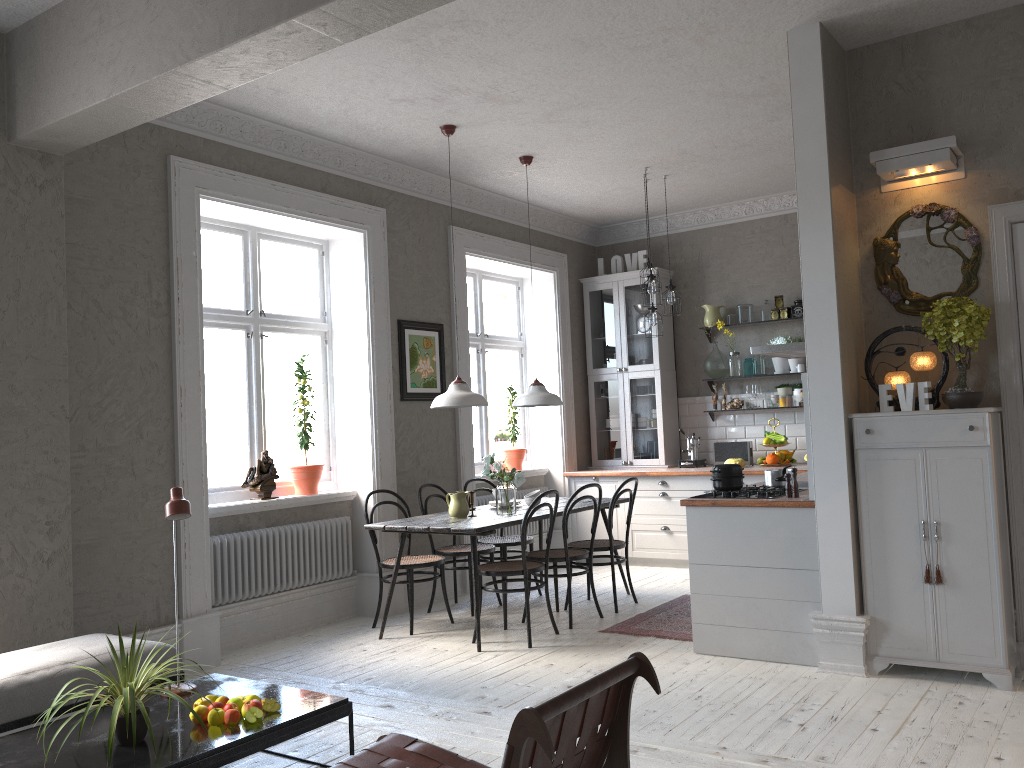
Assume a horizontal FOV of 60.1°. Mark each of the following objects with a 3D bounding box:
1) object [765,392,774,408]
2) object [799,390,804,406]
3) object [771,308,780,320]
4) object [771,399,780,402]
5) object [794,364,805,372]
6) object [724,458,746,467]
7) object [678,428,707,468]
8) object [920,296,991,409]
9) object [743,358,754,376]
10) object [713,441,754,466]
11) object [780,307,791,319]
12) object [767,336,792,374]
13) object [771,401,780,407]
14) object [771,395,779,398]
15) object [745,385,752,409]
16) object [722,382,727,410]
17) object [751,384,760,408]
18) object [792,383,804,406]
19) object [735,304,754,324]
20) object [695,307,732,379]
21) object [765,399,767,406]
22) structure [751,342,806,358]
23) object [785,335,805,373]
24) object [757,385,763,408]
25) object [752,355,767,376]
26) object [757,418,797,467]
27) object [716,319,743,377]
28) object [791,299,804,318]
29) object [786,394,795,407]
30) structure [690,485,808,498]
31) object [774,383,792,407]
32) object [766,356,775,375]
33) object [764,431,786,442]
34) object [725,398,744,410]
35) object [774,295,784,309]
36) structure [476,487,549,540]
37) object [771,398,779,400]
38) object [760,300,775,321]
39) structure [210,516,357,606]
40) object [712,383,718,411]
[{"bbox_3d":[2.337,0.145,8.035,0.078,0.139,0.079,-3,-3,7],"label":"object"},{"bbox_3d":[2.609,0.122,7.854,0.118,0.147,0.101,-3,-3,2],"label":"object"},{"bbox_3d":[2.400,-0.626,8.034,0.081,0.113,0.084,-5,-3,35],"label":"object"},{"bbox_3d":[2.368,0.167,7.960,0.076,0.051,0.078,-4,-3,28],"label":"object"},{"bbox_3d":[2.559,-0.138,7.843,0.063,0.071,0.104,-1,-3,-25],"label":"object"},{"bbox_3d":[1.985,0.702,7.881,0.193,0.083,0.193,-5,-3,35],"label":"object"},{"bbox_3d":[1.654,0.593,8.253,0.202,0.370,0.360,-4,-3,35],"label":"object"},{"bbox_3d":[2.206,-0.156,4.348,0.345,0.553,0.293,-2,-3,-21],"label":"object"},{"bbox_3d":[2.213,-0.153,8.222,0.123,0.172,0.129,-5,-3,38],"label":"object"},{"bbox_3d":[2.022,0.641,8.107,0.344,0.226,0.090,-5,-3,34],"label":"object"},{"bbox_3d":[2.468,-0.632,7.982,0.081,0.113,0.084,-5,-4,45],"label":"object"},{"bbox_3d":[2.460,-0.265,8.056,0.239,0.354,0.240,-1,-3,-37],"label":"object"},{"bbox_3d":[2.369,0.184,7.960,0.076,0.051,0.078,-4,-3,28],"label":"object"},{"bbox_3d":[2.366,0.124,7.962,0.076,0.051,0.078,-4,-3,20],"label":"object"},{"bbox_3d":[2.203,0.121,8.203,0.081,0.217,0.083,-4,-3,21],"label":"object"},{"bbox_3d":[1.999,0.116,8.323,0.062,0.264,0.052,-2,-3,-19],"label":"object"},{"bbox_3d":[2.220,0.114,8.076,0.081,0.217,0.083,-4,-3,21],"label":"object"},{"bbox_3d":[2.599,0.094,7.970,0.150,0.214,0.170,-1,-3,-25],"label":"object"},{"bbox_3d":[2.160,-0.641,8.206,0.174,0.184,0.170,-2,-3,-16],"label":"object"},{"bbox_3d":[1.888,-0.387,8.326,0.333,0.674,0.338,-3,-3,3],"label":"object"},{"bbox_3d":[2.358,0.176,8.114,0.079,0.083,0.076,-1,-3,-38],"label":"object"},{"bbox_3d":[2.050,-1.010,6.026,0.698,1.595,0.726,-4,-3,35],"label":"structure"},{"bbox_3d":[2.536,-0.286,7.939,0.185,0.380,0.169,-2,-3,-5],"label":"object"},{"bbox_3d":[2.270,0.115,8.152,0.081,0.217,0.083,-4,-3,21],"label":"object"},{"bbox_3d":[2.259,-0.179,8.080,0.127,0.206,0.122,-1,-3,-33],"label":"object"},{"bbox_3d":[2.332,0.516,7.852,0.347,0.425,0.356,-4,-3,20],"label":"object"},{"bbox_3d":[2.006,-0.331,8.189,0.188,0.540,0.285,-4,-3,27],"label":"object"},{"bbox_3d":[2.595,-0.669,7.957,0.139,0.174,0.145,-5,-3,35],"label":"object"},{"bbox_3d":[2.493,0.148,7.943,0.076,0.108,0.079,-4,-3,28],"label":"object"},{"bbox_3d":[1.388,0.622,5.160,0.486,0.031,0.618,-5,-3,35],"label":"structure"},{"bbox_3d":[2.468,0.100,8.049,0.155,0.217,0.157,-3,-3,14],"label":"object"},{"bbox_3d":[2.365,-0.207,8.194,0.129,0.264,0.134,-5,-4,40],"label":"object"},{"bbox_3d":[2.326,0.459,7.825,0.206,0.101,0.068,-5,-4,41],"label":"object"},{"bbox_3d":[2.072,0.184,8.242,0.175,0.111,0.097,-3,-3,12],"label":"object"},{"bbox_3d":[2.415,-0.740,8.010,0.082,0.113,0.083,-3,-3,15],"label":"object"},{"bbox_3d":[-0.017,1.182,7.966,0.146,0.428,1.247,-4,-3,33],"label":"structure"},{"bbox_3d":[2.367,0.150,7.961,0.079,0.051,0.075,-1,-3,-37],"label":"object"},{"bbox_3d":[2.360,-0.669,8.187,0.140,0.220,0.139,-2,-3,-6],"label":"object"},{"bbox_3d":[-1.510,1.149,5.855,0.146,0.428,1.247,-4,-3,33],"label":"structure"},{"bbox_3d":[1.924,0.123,8.395,0.053,0.264,0.062,-3,-3,6],"label":"object"}]
